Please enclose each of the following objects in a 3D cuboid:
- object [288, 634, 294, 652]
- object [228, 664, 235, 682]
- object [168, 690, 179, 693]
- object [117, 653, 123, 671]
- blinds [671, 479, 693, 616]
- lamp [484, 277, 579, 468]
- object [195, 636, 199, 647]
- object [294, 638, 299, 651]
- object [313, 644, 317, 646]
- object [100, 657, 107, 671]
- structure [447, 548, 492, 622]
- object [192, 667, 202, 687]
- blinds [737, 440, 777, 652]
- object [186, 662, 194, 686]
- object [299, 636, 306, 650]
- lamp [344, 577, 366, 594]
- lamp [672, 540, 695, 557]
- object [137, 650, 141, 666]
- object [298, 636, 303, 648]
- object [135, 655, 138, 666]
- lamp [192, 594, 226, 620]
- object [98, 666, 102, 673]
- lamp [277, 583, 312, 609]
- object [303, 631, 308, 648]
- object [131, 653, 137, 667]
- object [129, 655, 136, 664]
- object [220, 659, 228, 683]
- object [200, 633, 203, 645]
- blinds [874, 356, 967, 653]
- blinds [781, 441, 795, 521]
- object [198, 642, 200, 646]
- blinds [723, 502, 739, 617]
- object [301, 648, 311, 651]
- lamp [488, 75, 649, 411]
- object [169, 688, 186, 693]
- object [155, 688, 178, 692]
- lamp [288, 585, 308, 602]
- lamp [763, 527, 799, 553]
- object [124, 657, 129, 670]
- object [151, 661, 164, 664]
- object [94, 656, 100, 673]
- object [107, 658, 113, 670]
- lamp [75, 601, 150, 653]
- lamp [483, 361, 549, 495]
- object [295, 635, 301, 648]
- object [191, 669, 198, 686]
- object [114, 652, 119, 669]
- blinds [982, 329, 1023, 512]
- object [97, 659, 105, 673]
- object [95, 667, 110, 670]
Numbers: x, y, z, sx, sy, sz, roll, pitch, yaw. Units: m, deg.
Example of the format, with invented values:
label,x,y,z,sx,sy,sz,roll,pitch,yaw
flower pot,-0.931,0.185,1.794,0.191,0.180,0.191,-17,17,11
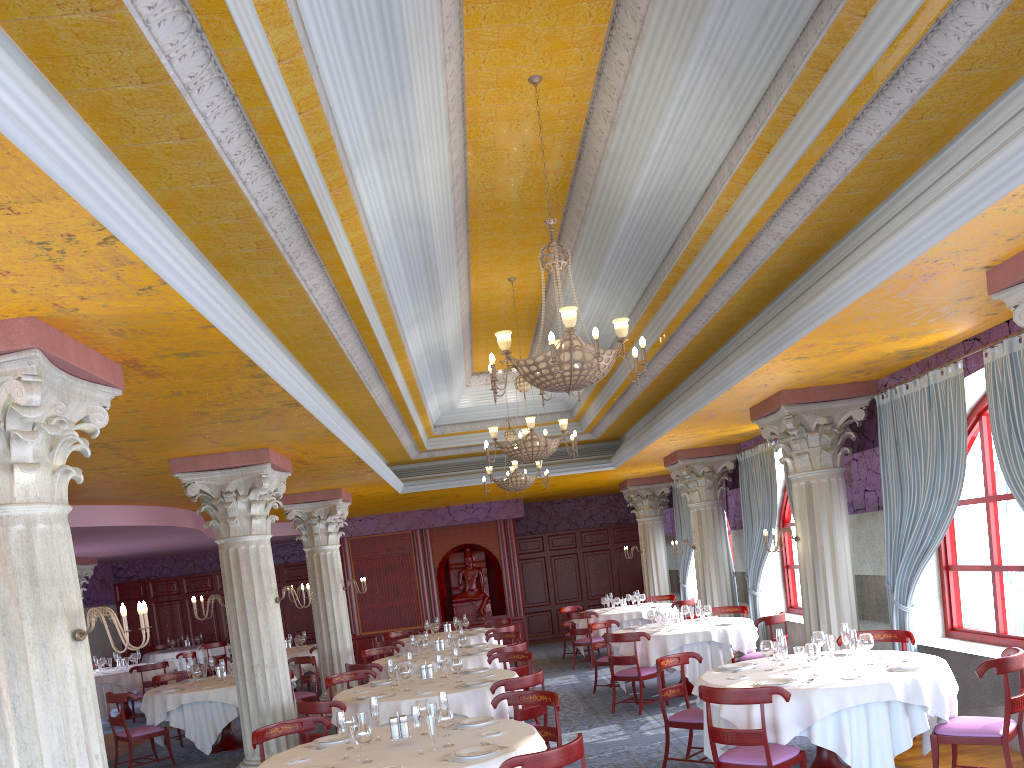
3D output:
label,x,y,z,sx,sy,sz,roll,pitch,yaw
object,-4.145,4.855,16.060,0.075,0.338,0.072,-5,3,33
object,-3.892,4.017,11.908,0.086,0.239,0.084,-6,2,22
object,-4.519,4.122,11.495,0.022,0.003,0.252,-16,-15,40
object,-7.469,5.300,16.325,0.073,0.338,0.073,-7,3,-11
blinds,3.696,3.687,17.901,0.244,3.541,1.701,-7,1,-2
lamp,0.115,-0.144,9.767,0.972,2.190,0.942,-6,1,42
object,-7.894,6.454,21.497,0.124,0.266,0.120,-6,1,34
object,-4.059,4.915,16.162,0.086,0.239,0.084,-6,2,22
object,-3.806,5.157,16.963,0.312,0.024,0.319,-6,-12,-3
object,-8.022,5.503,16.822,0.124,0.266,0.120,-6,1,34
structure,-1.064,4.958,21.160,0.963,1.859,0.638,-7,2,-2
object,-4.325,4.027,11.776,0.123,0.266,0.121,-6,1,11
blinds,3.880,2.697,13.213,0.244,3.541,1.701,-7,1,-2
object,-4.501,4.048,11.948,0.075,0.338,0.072,-5,3,33
object,-3.969,4.906,16.234,0.121,0.266,0.122,-7,1,-11
lamp,-2.612,3.379,14.305,0.378,0.275,0.346,-5,-6,-15
lamp,2.891,2.782,14.540,0.378,0.275,0.346,-5,-6,-15
object,-7.331,5.392,16.849,0.073,0.338,0.073,-7,3,-11
object,-4.101,5.025,16.669,0.087,0.239,0.084,-5,2,45
object,-7.425,5.470,16.934,0.086,0.239,0.084,-6,2,22
lamp,-3.377,2.500,9.614,0.378,0.275,0.346,-5,-6,-15
object,-7.887,5.411,16.388,0.085,0.239,0.086,-7,2,-23
lamp,-2.426,2.373,9.540,0.378,0.275,0.346,-5,-6,-15
object,-4.007,4.947,16.584,0.075,0.338,0.072,-5,3,33
object,-7.500,5.484,17.025,0.121,0.266,0.122,-7,1,-11
object,-7.294,5.351,16.499,0.123,0.266,0.121,-6,1,11
object,-3.978,3.957,11.805,0.075,0.338,0.072,-5,3,33
object,-7.726,6.362,21.321,0.073,0.338,0.073,-7,3,-11
blinds,4.067,1.685,8.417,0.244,3.541,1.701,-7,1,-2
blinds,3.958,2.274,11.209,0.244,3.541,1.704,-7,1,-5
object,-7.820,6.440,21.406,0.085,0.239,0.086,-7,2,-23
blinds,3.774,3.264,15.897,0.244,3.541,1.704,-7,1,-5
object,-3.758,4.928,15.882,0.312,0.024,0.319,-6,-12,-3
lamp,0.271,-0.987,5.774,0.972,2.190,0.942,-6,1,42
object,-4.490,4.105,11.470,0.255,0.020,0.056,4,-15,-43
object,-4.667,4.148,11.588,0.312,0.024,0.319,-6,-12,-3
lamp,-3.562,3.496,14.332,0.378,0.275,0.346,-5,-6,-15
lamp,3.076,1.786,9.822,0.378,0.275,0.346,-5,-6,-15
object,-7.383,5.360,16.427,0.086,0.239,0.085,-7,2,0
object,-7.130,5.602,17.228,0.312,0.024,0.319,-6,-12,-3
object,-7.992,5.391,16.467,0.073,0.338,0.073,-7,3,-11
object,-7.929,5.521,16.895,0.085,0.239,0.086,-7,2,-23
lamp,-2.239,1.369,4.787,0.378,0.275,0.346,-5,-6,-15
lamp,-0.039,0.686,13.696,0.972,2.190,0.942,-6,1,42
object,-4.175,5.039,16.760,0.123,0.266,0.121,-6,1,11
object,-4.396,4.068,11.869,0.085,0.239,0.086,-7,2,-23
object,-7.854,5.483,16.992,0.073,0.338,0.073,-7,3,-11
blinds,4.146,1.261,6.412,0.244,3.541,1.704,-7,1,-5
object,-7.816,5.370,16.296,0.121,0.266,0.122,-7,1,-11
object,-8.206,5.720,17.188,0.310,0.024,0.321,-2,-12,-22
